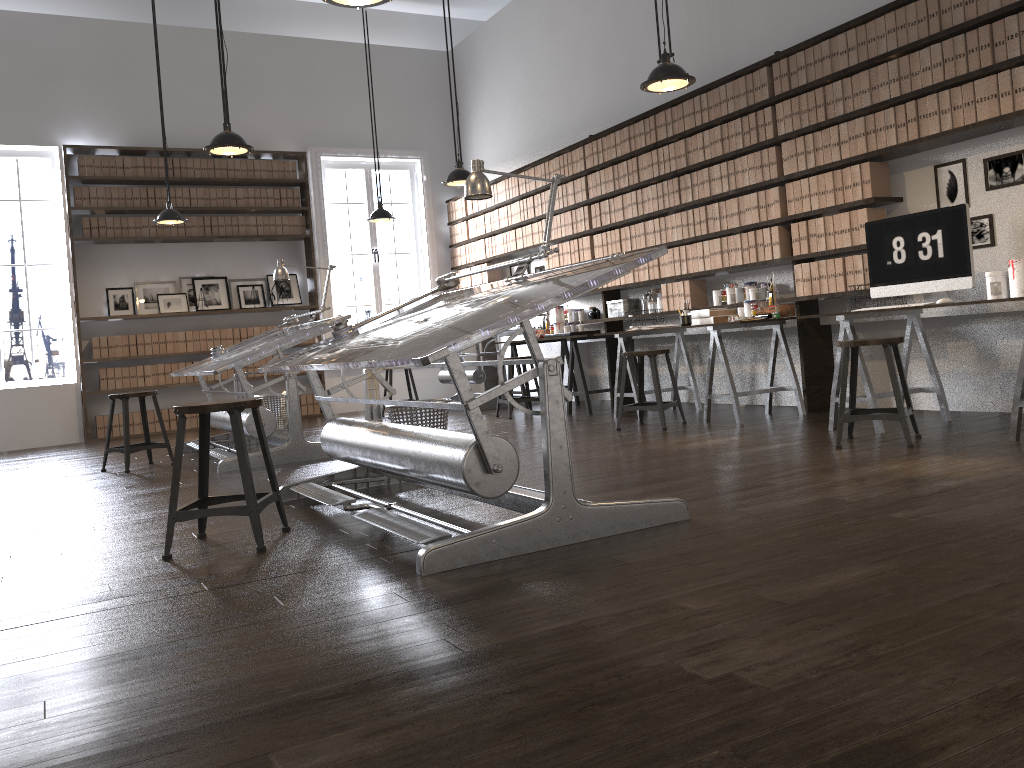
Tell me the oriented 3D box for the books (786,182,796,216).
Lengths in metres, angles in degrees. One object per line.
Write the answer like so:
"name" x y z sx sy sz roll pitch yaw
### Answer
"books" 1.949 -1.249 5.998 0.175 0.226 0.066 -5 0 -28

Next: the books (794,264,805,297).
"books" 1.999 -0.698 5.976 0.175 0.226 0.066 -5 0 -28

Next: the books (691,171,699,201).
"books" 1.479 -1.521 6.835 0.175 0.226 0.066 -5 0 -28

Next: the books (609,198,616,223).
"books" 0.955 -1.523 7.818 0.175 0.226 0.066 -5 0 -28

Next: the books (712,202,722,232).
"books" 1.599 -1.244 6.642 0.175 0.226 0.066 -5 0 -28

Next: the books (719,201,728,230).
"books" 1.636 -1.244 6.582 0.175 0.226 0.066 -5 0 -28

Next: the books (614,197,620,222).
"books" 0.988 -1.523 7.755 0.175 0.226 0.066 -5 0 -28

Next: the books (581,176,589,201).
"books" 0.737 -1.798 8.176 0.175 0.226 0.067 -5 0 -28

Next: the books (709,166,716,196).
"books" 1.575 -1.521 6.654 0.175 0.225 0.066 -5 0 -28

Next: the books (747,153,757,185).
"books" 1.767 -1.519 6.283 0.175 0.226 0.066 -5 0 -28

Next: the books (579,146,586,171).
"books" 0.716 -2.074 8.171 0.175 0.226 0.066 -5 0 -28

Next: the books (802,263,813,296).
"books" 2.030 -0.698 5.911 0.175 0.226 0.066 -5 0 -28

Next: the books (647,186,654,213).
"books" 1.211 -1.522 7.331 0.175 0.226 0.066 -5 0 -28

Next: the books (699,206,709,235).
"books" 1.530 -1.244 6.771 0.175 0.226 0.067 -5 0 -28

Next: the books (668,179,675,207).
"books" 1.343 -1.522 7.092 0.175 0.225 0.066 -5 0 -28

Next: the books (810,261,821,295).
"books" 2.064 -0.698 5.847 0.175 0.226 0.067 -5 0 -28

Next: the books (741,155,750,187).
"books" 1.736 -1.520 6.349 0.175 0.226 0.066 -5 0 -28

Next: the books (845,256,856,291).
"books" 2.201 -0.698 5.605 0.175 0.226 0.066 -5 0 -28

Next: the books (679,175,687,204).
"books" 1.413 -1.522 6.961 0.175 0.226 0.066 -5 0 -28

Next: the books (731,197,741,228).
"books" 1.696 -1.244 6.457 0.175 0.226 0.067 -5 0 -28

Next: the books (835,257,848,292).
"books" 2.161 -0.698 5.669 0.175 0.226 0.067 -5 0 -28

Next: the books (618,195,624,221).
"books" 1.015 -1.523 7.693 0.175 0.226 0.067 -5 0 -28

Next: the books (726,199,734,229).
"books" 1.670 -1.244 6.519 0.175 0.226 0.066 -5 0 -28

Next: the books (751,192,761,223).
"books" 1.789 -1.243 6.285 0.175 0.226 0.067 -5 0 -28

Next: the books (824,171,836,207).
"books" 2.103 -1.248 5.693 0.175 0.226 0.067 -5 0 -28

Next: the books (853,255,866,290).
"books" 2.230 -0.697 5.540 0.175 0.226 0.066 -5 0 -28

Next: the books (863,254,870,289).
"books" 2.267 -0.698 5.480 0.175 0.226 0.066 -5 0 -28

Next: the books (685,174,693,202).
"books" 1.442 -1.521 6.896 0.175 0.226 0.066 -5 0 -28

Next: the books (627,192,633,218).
"books" 1.079 -1.523 7.580 0.175 0.225 0.066 -5 0 -28

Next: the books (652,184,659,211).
"books" 1.242 -1.522 7.266 0.175 0.226 0.066 -5 0 -28

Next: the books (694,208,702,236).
"books" 1.500 -1.245 6.839 0.175 0.225 0.066 -5 0 -28

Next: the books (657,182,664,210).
"books" 1.276 -1.521 7.202 0.175 0.226 0.067 -5 0 -28

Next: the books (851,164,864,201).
"books" 2.203 -1.248 5.509 0.175 0.226 0.066 -5 0 -28

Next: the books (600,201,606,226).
"books" 0.889 -1.524 7.943 0.175 0.226 0.066 -5 0 -28

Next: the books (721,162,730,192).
"books" 1.635 -1.520 6.533 0.175 0.226 0.067 -5 0 -28

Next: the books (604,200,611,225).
"books" 0.918 -1.523 7.878 0.175 0.226 0.066 -5 0 -28

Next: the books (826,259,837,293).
"books" 2.131 -0.698 5.737 0.175 0.225 0.066 -5 0 -28

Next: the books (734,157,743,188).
"books" 1.706 -1.520 6.412 0.175 0.226 0.066 -5 0 -28

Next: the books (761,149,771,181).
"books" 1.831 -1.520 6.171 0.175 0.225 0.066 -5 0 -28

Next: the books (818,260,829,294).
"books" 2.098 -0.698 5.793 0.175 0.225 0.066 -5 0 -28

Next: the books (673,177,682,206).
"books" 1.373 -1.521 7.024 0.175 0.226 0.067 -5 0 -28

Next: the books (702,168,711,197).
"books" 1.539 -1.520 6.710 0.175 0.226 0.067 -5 0 -28

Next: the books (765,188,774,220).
"books" 1.860 -1.244 6.164 0.175 0.226 0.066 -5 0 -28

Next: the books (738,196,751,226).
"books" 1.732 -1.244 6.401 0.175 0.225 0.066 -5 0 -28

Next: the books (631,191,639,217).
"books" 1.111 -1.522 7.515 0.175 0.226 0.067 -5 0 -28

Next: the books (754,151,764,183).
"books" 1.798 -1.519 6.225 0.175 0.226 0.067 -5 0 -28

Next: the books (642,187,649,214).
"books" 1.182 -1.523 7.395 0.175 0.226 0.066 -5 0 -28

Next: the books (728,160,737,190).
"books" 1.672 -1.520 6.473 0.175 0.226 0.066 -5 0 -28

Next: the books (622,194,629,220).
"books" 1.050 -1.523 7.636 0.175 0.225 0.066 -5 0 -28

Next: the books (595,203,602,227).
"books" 0.849 -1.524 8.007 0.175 0.226 0.067 -5 0 -28

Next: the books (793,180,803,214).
"books" 1.980 -1.249 5.935 0.175 0.226 0.066 -5 0 -28

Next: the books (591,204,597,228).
"books" 0.819 -1.524 8.075 0.175 0.225 0.066 -5 0 -28

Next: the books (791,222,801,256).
"books" 1.979 -0.975 5.981 0.175 0.225 0.066 -5 0 -28

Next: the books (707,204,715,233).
"books" 1.570 -1.245 6.707 0.175 0.226 0.066 -5 0 -28

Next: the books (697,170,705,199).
"books" 1.513 -1.521 6.773 0.175 0.226 0.066 -5 0 -28

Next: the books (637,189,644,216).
"books" 1.147 -1.523 7.455 0.175 0.226 0.066 -5 0 -28

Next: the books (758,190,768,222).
"books" 1.826 -1.244 6.225 0.175 0.226 0.066 -5 0 -28

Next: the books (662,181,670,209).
"books" 1.310 -1.522 7.149 0.175 0.225 0.066 -5 0 -28

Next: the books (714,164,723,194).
"books" 1.603 -1.520 6.598 0.175 0.225 0.066 -5 0 -28

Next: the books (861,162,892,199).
"books" 2.241 -1.248 5.449 0.175 0.226 0.066 -5 0 -28
